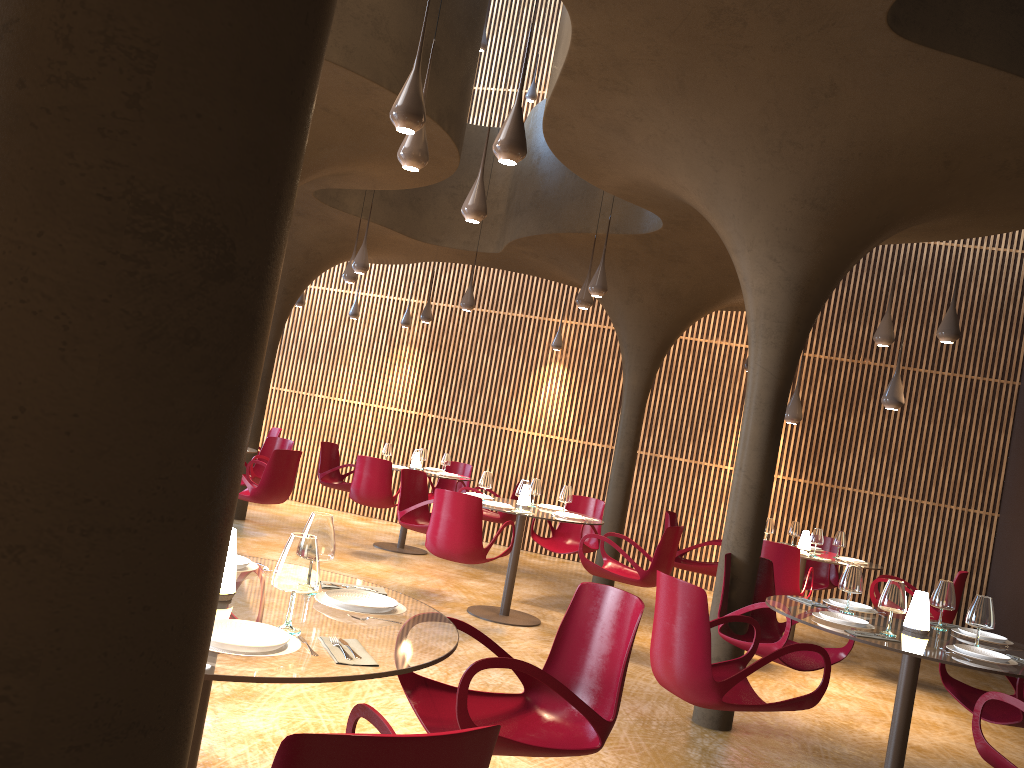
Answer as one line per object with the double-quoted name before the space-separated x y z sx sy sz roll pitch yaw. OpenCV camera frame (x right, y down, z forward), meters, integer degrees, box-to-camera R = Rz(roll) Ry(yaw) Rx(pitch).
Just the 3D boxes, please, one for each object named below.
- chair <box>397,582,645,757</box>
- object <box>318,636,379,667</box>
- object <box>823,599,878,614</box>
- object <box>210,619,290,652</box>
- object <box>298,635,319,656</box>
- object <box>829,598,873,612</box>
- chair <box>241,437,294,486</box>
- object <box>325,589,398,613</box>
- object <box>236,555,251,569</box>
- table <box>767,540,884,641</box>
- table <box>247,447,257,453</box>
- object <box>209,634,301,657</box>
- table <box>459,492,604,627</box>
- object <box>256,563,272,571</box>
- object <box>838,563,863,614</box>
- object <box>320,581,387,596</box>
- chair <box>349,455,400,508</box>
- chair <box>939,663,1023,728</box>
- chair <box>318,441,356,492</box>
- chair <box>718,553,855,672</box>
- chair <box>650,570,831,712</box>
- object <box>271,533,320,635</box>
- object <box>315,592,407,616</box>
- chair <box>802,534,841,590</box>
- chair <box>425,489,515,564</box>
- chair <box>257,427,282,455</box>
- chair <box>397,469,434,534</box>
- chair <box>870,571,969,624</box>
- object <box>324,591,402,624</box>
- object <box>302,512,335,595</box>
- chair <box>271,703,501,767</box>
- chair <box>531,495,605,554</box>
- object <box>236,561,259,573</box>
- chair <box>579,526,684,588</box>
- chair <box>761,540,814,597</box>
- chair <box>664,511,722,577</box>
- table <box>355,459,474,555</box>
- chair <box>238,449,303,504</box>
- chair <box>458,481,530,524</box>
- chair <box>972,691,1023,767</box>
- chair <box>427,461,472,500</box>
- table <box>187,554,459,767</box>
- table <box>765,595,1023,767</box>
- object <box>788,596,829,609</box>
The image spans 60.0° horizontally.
"chair" 0.054 1.107 3.508 0.874 0.635 0.624 12 -3 -29
"object" -0.478 0.778 2.577 0.127 0.017 0.261 11 -4 -23
"object" 2.133 1.408 5.594 0.332 0.014 0.332 10 -3 0
"object" -0.754 0.706 2.474 0.262 0.029 0.264 8 -4 38
"object" -0.760 0.715 2.471 0.411 0.012 0.204 12 -4 -28
"object" 2.135 1.398 5.594 0.262 0.029 0.264 7 -5 45
"chair" -3.218 0.971 11.211 0.624 0.635 0.875 9 -3 26
"object" -0.543 0.785 3.193 0.263 0.029 0.263 9 -3 14
"object" -1.160 0.691 3.469 0.264 0.029 0.263 13 -4 -37
"table" 3.138 2.415 9.837 1.669 1.129 1.677 8 -3 36
"table" -3.882 1.189 10.169 1.669 1.129 1.677 8 -3 36
"object" -0.756 0.715 2.474 0.331 0.014 0.333 7 -4 41
"table" 0.015 1.815 9.042 1.669 1.129 1.677 8 -3 36
"object" -1.158 0.703 3.471 0.411 0.012 0.204 12 -4 -32
"object" 2.057 1.243 5.389 0.142 0.295 0.141 12 -3 -40
"object" -0.623 0.804 3.485 0.262 0.017 0.126 11 -3 -18
"chair" -1.676 1.247 11.249 0.624 0.635 0.874 10 -3 12
"chair" 3.212 1.780 5.454 0.874 0.635 0.625 11 -3 -16
"chair" -2.358 1.207 12.646 0.871 0.635 0.626 9 -3 21
"chair" 1.832 1.574 6.140 0.626 0.635 0.872 11 -3 -26
"chair" 1.135 1.365 4.665 0.874 0.635 0.624 11 -3 -21
"object" -0.659 0.606 2.698 0.141 0.295 0.142 8 -3 43
"object" -0.545 0.794 3.193 0.331 0.014 0.332 9 -3 21
"chair" 3.647 2.163 10.764 0.624 0.635 0.875 9 -3 32
"chair" -0.392 1.287 8.002 0.624 0.635 0.875 9 -3 21
"chair" -4.257 0.977 14.514 0.875 0.635 0.624 12 -3 -34
"chair" -0.825 1.297 9.497 0.871 0.635 0.627 8 -3 31
"chair" 4.219 2.176 9.228 0.871 0.635 0.626 9 -3 27
"object" -0.543 0.796 3.189 0.205 0.012 0.410 11 -4 -22
"object" -0.730 0.628 3.293 0.142 0.295 0.141 12 -3 -41
"chair" -0.454 0.927 1.955 0.626 0.635 0.871 12 -3 -33
"chair" 0.680 1.598 10.084 0.624 0.635 0.875 9 -3 26
"object" -1.162 0.701 3.468 0.331 0.014 0.332 9 -4 24
"chair" 1.155 1.588 8.464 0.871 0.635 0.626 9 -3 26
"chair" 2.621 1.866 8.769 0.624 0.635 0.875 9 -3 27
"chair" 2.172 1.878 10.346 0.871 0.635 0.626 9 -3 22
"table" -1.456 1.746 12.357 1.669 1.129 1.677 9 -3 26
"chair" -2.742 0.962 9.591 0.871 0.635 0.626 9 -3 26
"chair" -0.233 1.545 11.976 0.871 0.635 0.626 9 -3 16
"chair" 2.633 1.589 3.926 0.626 0.635 0.872 11 -3 -21
"chair" -0.977 1.500 13.490 0.624 0.635 0.874 9 -3 16
"table" -1.100 1.266 2.946 1.675 1.129 1.671 11 -3 -23
"table" 2.213 1.975 5.059 1.674 1.129 1.672 11 -3 -16
"object" 1.842 1.360 5.527 0.126 0.017 0.262 11 -3 -16
